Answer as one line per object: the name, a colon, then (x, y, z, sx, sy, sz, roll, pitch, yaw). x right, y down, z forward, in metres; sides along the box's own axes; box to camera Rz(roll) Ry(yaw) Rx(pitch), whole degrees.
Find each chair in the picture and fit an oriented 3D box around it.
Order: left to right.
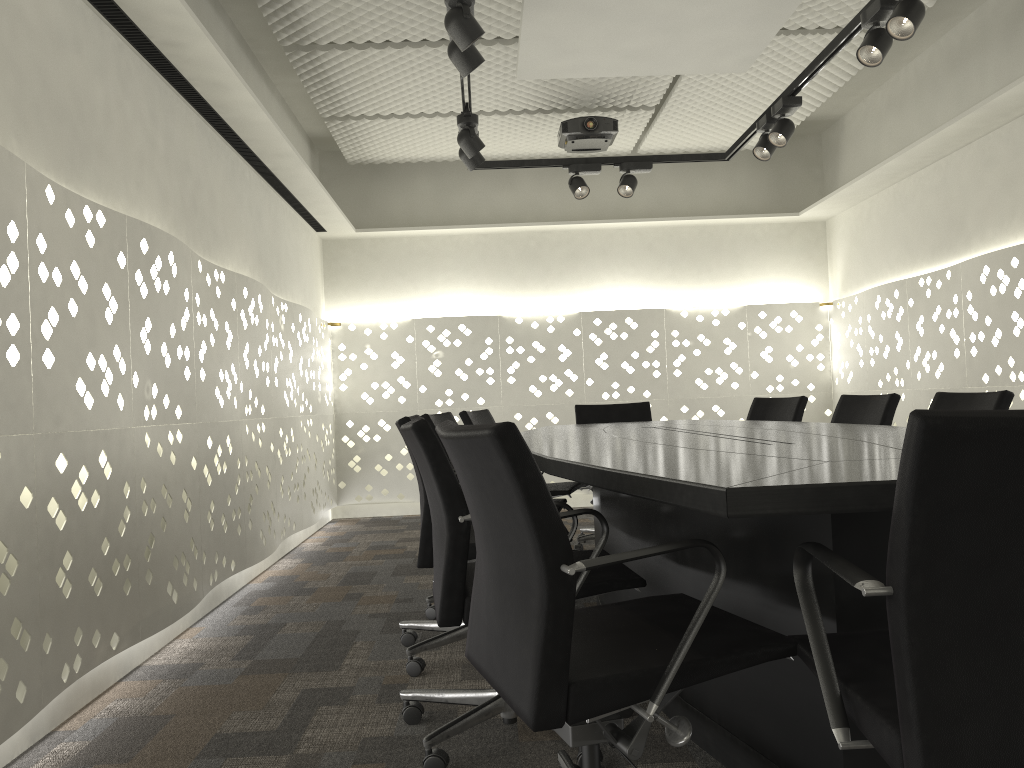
chair: (-0.100, 0.469, 2.817, 0.579, 0.757, 0.559, -3, -1, 3)
chair: (-0.073, 0.481, 3.454, 0.579, 0.757, 0.559, -3, -1, 13)
chair: (-0.001, 0.450, 2.130, 0.579, 0.757, 0.559, -2, -1, -2)
chair: (0.043, 0.491, 4.183, 0.579, 0.757, 0.559, -3, -1, 18)
chair: (0.142, 0.431, 1.532, 0.579, 0.757, 0.559, -2, -1, -12)
chair: (0.587, 0.477, 4.657, 0.559, 0.757, 0.579, -3, -1, 3)
chair: (1.114, 0.445, 4.198, 0.579, 0.757, 0.559, -2, -1, -12)
chair: (1.251, 0.425, 3.527, 0.579, 0.757, 0.559, -2, -1, -2)
chair: (1.308, 0.408, 2.859, 0.579, 0.757, 0.559, -3, -1, 3)
chair: (0.645, 0.402, 1.185, 0.559, 0.757, 0.579, -3, -1, 3)

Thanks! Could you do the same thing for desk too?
desk: (0.617, 0.489, 2.874, 1.223, 0.658, 3.364, -2, -1, -2)

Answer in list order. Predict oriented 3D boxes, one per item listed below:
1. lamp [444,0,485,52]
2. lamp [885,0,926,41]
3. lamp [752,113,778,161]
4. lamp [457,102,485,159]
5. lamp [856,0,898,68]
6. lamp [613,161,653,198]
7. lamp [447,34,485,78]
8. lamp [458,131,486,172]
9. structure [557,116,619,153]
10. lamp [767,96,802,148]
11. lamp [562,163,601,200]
lamp: (-0.147, -1.142, 2.764, 0.126, 0.224, 0.213, -3, -1, 1)
lamp: (1.242, -1.202, 2.784, 0.126, 0.224, 0.213, -3, -1, 1)
lamp: (1.201, -1.171, 4.188, 0.126, 0.224, 0.213, -3, -1, 1)
lamp: (-0.182, -1.115, 3.971, 0.126, 0.224, 0.213, -3, -1, 1)
lamp: (1.236, -1.197, 3.007, 0.126, 0.224, 0.213, -3, -1, 1)
lamp: (0.669, -1.133, 4.868, 0.214, 0.224, 0.118, -2, -1, -13)
lamp: (-0.154, -1.137, 2.988, 0.126, 0.224, 0.213, -3, -1, 1)
lamp: (-0.189, -1.110, 4.194, 0.126, 0.224, 0.213, -3, -1, 1)
structure: (0.440, -1.455, 5.184, 0.327, 0.144, 0.371, -2, -1, -2)
lamp: (1.208, -1.176, 3.964, 0.126, 0.224, 0.213, -3, -1, 1)
lamp: (0.385, -1.122, 4.850, 0.213, 0.224, 0.126, -3, -1, 1)
